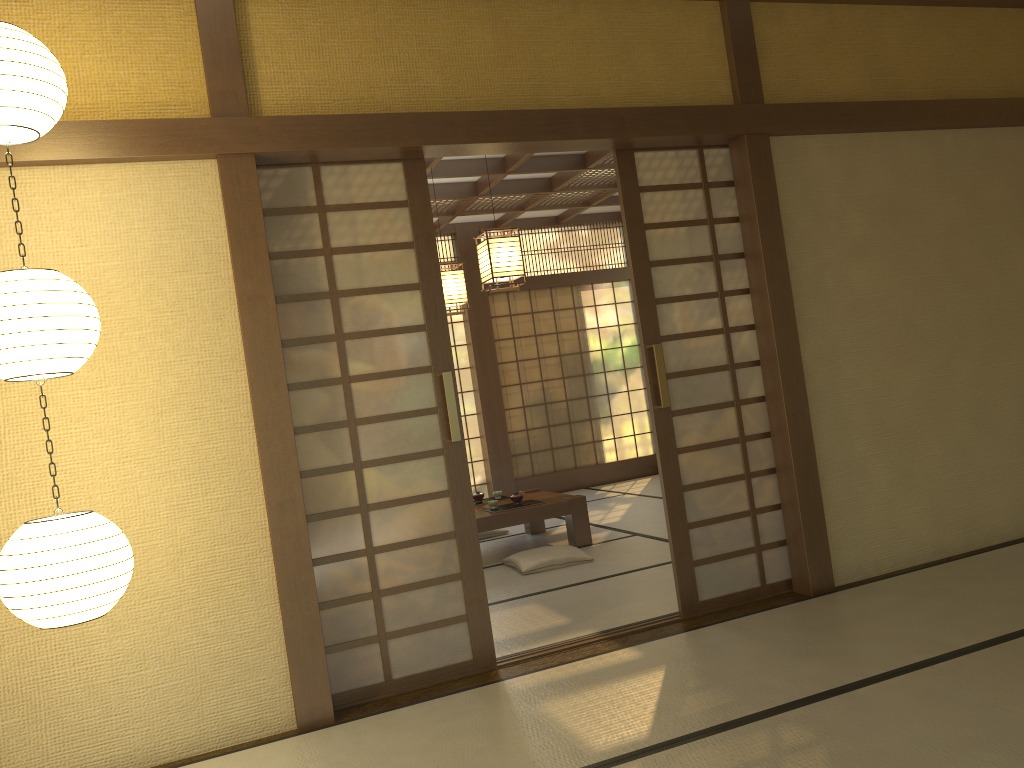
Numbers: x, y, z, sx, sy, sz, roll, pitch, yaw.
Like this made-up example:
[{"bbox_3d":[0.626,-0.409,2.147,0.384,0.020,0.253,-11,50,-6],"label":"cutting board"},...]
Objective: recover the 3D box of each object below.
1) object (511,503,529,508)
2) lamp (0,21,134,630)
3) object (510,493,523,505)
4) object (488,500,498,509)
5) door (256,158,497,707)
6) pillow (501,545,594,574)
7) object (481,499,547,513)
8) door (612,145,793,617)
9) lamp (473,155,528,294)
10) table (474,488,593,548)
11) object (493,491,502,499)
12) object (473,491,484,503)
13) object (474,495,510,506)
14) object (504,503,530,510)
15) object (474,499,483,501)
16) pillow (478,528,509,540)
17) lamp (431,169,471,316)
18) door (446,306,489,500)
[{"bbox_3d":[0.036,0.864,6.267,0.200,0.008,0.008,-8,0,-27],"label":"object"},{"bbox_3d":[-1.441,-0.448,2.593,0.363,2.297,0.363,-8,0,-20],"label":"lamp"},{"bbox_3d":[0.035,0.825,6.393,0.100,0.080,0.100,-8,0,-20],"label":"object"},{"bbox_3d":[-0.136,0.867,6.381,0.074,0.052,0.073,-8,0,23],"label":"object"},{"bbox_3d":[-0.793,0.180,3.631,1.230,2.265,0.076,-8,0,-20],"label":"door"},{"bbox_3d":[0.225,1.152,5.877,0.486,0.107,0.496,-8,0,-17],"label":"pillow"},{"bbox_3d":[0.009,0.876,6.367,0.400,0.007,0.300,-8,0,-20],"label":"object"},{"bbox_3d":[1.216,-0.104,4.389,1.230,2.265,0.076,-8,0,-20],"label":"door"},{"bbox_3d":[-0.123,-1.131,5.537,0.240,1.129,0.240,-8,0,-20],"label":"lamp"},{"bbox_3d":[-0.087,1.062,6.601,1.000,0.350,1.000,-8,0,-20],"label":"table"},{"bbox_3d":[-0.111,0.867,6.932,0.074,0.052,0.073,-8,0,23],"label":"object"},{"bbox_3d":[-0.261,0.871,6.844,0.100,0.080,0.100,-8,0,-20],"label":"object"},{"bbox_3d":[-0.219,0.912,6.887,0.400,0.007,0.300,-8,0,-20],"label":"object"},{"bbox_3d":[0.039,0.863,6.254,0.200,0.008,0.008,-8,0,-22],"label":"object"},{"bbox_3d":[-0.291,0.916,6.962,0.200,0.008,0.008,-8,0,-24],"label":"object"},{"bbox_3d":[-0.342,1.244,7.413,0.496,0.107,0.486,-8,0,-27],"label":"pillow"},{"bbox_3d":[-0.526,-1.066,6.628,0.240,1.129,0.240,-8,0,-20],"label":"lamp"},{"bbox_3d":[0.071,0.131,9.642,1.894,2.380,0.073,-8,0,-20],"label":"door"}]
